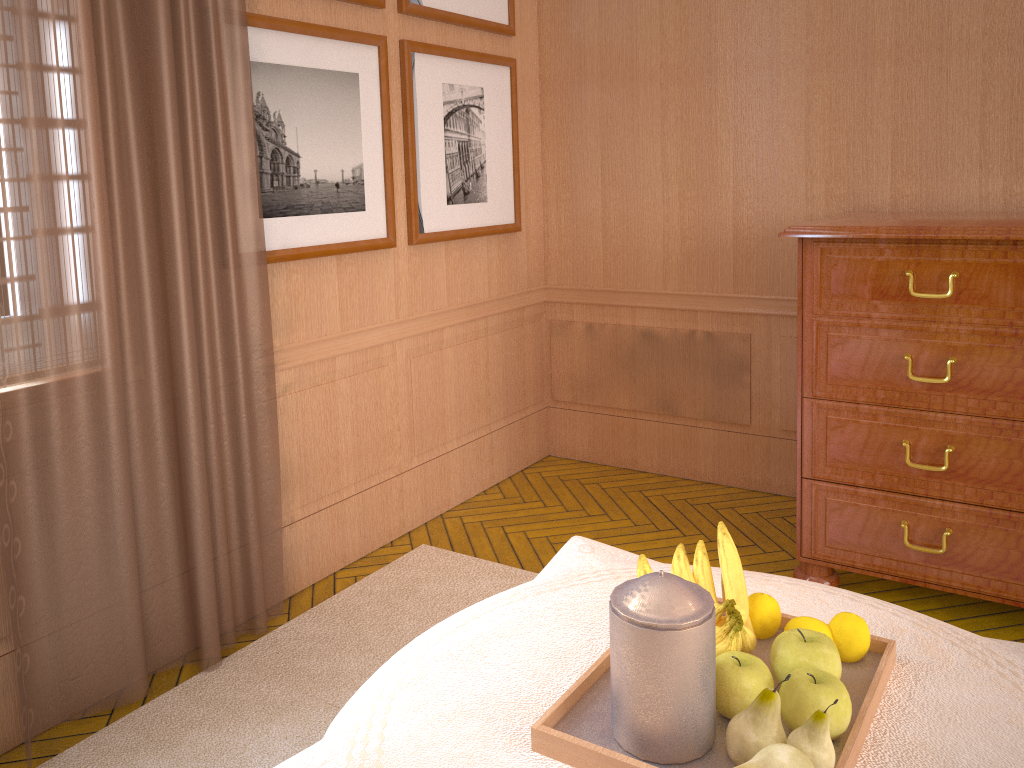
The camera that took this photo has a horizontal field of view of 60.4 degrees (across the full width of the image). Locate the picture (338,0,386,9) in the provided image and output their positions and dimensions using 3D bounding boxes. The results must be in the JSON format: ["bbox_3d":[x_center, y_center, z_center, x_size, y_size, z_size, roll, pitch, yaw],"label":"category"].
[{"bbox_3d":[-1.116,-2.685,4.590,0.048,1.231,1.268,2,11,33],"label":"picture"}]

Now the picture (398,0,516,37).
[{"bbox_3d":[-0.348,-2.985,5.756,0.048,1.231,1.268,2,11,33],"label":"picture"}]

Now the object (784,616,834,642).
[{"bbox_3d":[0.791,0.676,2.337,0.134,0.109,0.112,6,13,36],"label":"object"}]

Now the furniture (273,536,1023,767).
[{"bbox_3d":[0.502,1.247,2.156,1.956,0.886,1.982,5,14,30],"label":"furniture"}]

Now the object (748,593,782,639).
[{"bbox_3d":[0.694,0.649,2.458,0.114,0.132,0.109,-3,9,-10],"label":"object"}]

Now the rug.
[{"bbox_3d":[1.145,2.031,0.724,7.987,0.020,6.090,7,16,33],"label":"rug"}]

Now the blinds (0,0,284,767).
[{"bbox_3d":[-1.624,-1.003,3.723,0.267,4.723,1.465,2,8,32],"label":"blinds"}]

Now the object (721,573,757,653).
[{"bbox_3d":[0.612,0.603,2.371,0.072,0.170,0.404,-1,12,9],"label":"object"}]

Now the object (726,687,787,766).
[{"bbox_3d":[0.537,0.758,1.936,0.130,0.194,0.132,-5,9,-20],"label":"object"}]

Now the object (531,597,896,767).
[{"bbox_3d":[0.530,0.760,2.171,0.641,0.059,0.813,7,16,32],"label":"object"}]

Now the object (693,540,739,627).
[{"bbox_3d":[0.531,0.575,2.363,0.065,0.169,0.383,-2,12,0],"label":"object"}]

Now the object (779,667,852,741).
[{"bbox_3d":[0.693,0.736,2.014,0.160,0.133,0.157,6,13,37],"label":"object"}]

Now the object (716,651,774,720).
[{"bbox_3d":[0.542,0.722,2.094,0.160,0.133,0.157,6,13,37],"label":"object"}]

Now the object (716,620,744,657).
[{"bbox_3d":[0.419,0.646,2.295,0.072,0.183,0.395,-8,13,-42],"label":"object"}]

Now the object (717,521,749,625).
[{"bbox_3d":[0.597,0.526,2.367,0.071,0.166,0.412,0,12,10],"label":"object"}]

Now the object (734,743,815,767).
[{"bbox_3d":[0.530,0.810,1.771,0.196,0.126,0.134,-10,13,-36],"label":"object"}]

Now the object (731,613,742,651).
[{"bbox_3d":[0.555,0.619,2.368,0.062,0.196,0.393,-2,12,-1],"label":"object"}]

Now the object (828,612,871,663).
[{"bbox_3d":[0.887,0.670,2.325,0.114,0.132,0.109,-3,9,-10],"label":"object"}]

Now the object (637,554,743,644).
[{"bbox_3d":[0.428,0.593,2.300,0.104,0.157,0.380,-7,13,-32],"label":"object"}]

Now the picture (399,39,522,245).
[{"bbox_3d":[-0.304,-1.606,5.915,0.048,1.231,1.268,2,11,33],"label":"picture"}]

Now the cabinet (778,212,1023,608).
[{"bbox_3d":[2.903,0.153,4.351,2.777,1.915,1.436,6,12,33],"label":"cabinet"}]

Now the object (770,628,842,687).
[{"bbox_3d":[0.724,0.693,2.173,0.169,0.145,0.175,-4,11,-10],"label":"object"}]

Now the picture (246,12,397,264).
[{"bbox_3d":[-1.072,-1.307,4.749,0.048,1.231,1.268,2,11,33],"label":"picture"}]

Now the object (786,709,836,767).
[{"bbox_3d":[0.632,0.757,1.865,0.098,0.146,0.099,-5,9,-20],"label":"object"}]

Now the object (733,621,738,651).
[{"bbox_3d":[0.465,0.635,2.340,0.062,0.179,0.399,-6,13,-27],"label":"object"}]

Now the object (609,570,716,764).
[{"bbox_3d":[0.344,0.614,2.012,0.234,0.387,0.238,-2,8,0],"label":"object"}]

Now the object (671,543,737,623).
[{"bbox_3d":[0.487,0.555,2.382,0.091,0.126,0.416,-3,13,-8],"label":"object"}]
